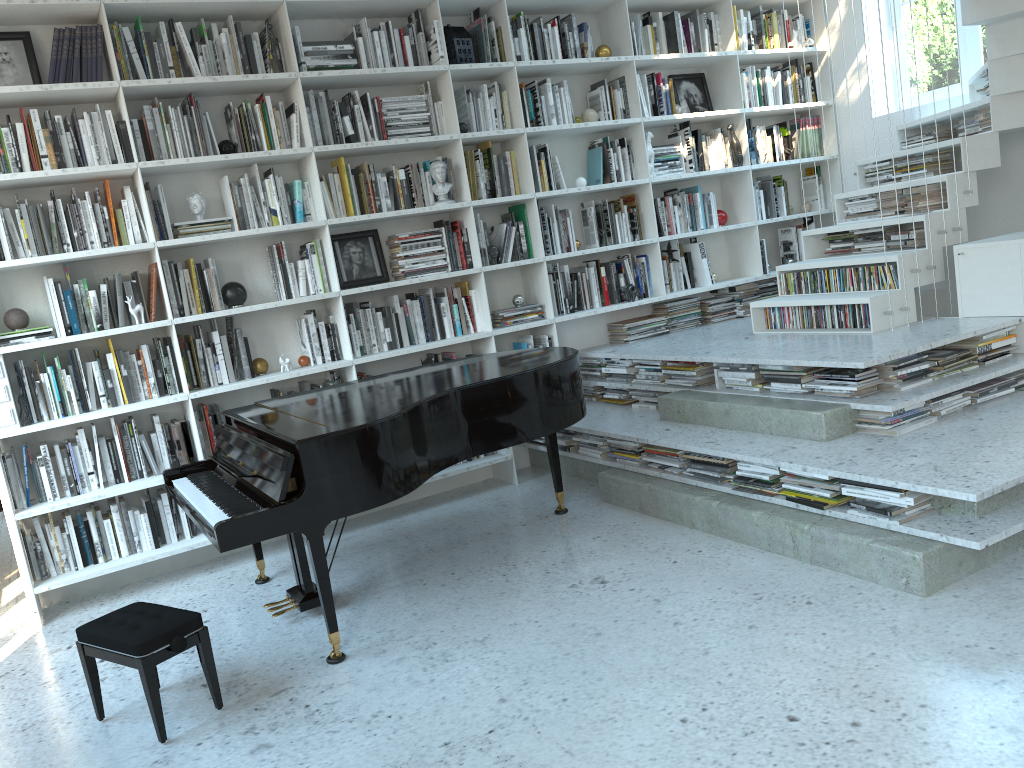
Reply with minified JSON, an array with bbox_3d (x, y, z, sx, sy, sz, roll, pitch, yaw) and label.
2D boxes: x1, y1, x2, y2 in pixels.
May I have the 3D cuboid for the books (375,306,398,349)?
[{"bbox_3d":[-0.702,-0.312,4.952,0.029,0.238,0.165,-14,10,-27],"label":"books"}]

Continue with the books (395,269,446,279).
[{"bbox_3d":[-0.524,-0.627,5.043,0.254,0.012,0.160,-13,9,-25],"label":"books"}]

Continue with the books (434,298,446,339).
[{"bbox_3d":[-0.440,-0.375,5.104,0.014,0.235,0.154,-14,10,-27],"label":"books"}]

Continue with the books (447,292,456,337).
[{"bbox_3d":[-0.380,-0.402,5.143,0.014,0.256,0.145,-14,10,-27],"label":"books"}]

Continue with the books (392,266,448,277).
[{"bbox_3d":[-0.523,-0.638,5.034,0.284,0.012,0.159,-14,10,-32],"label":"books"}]

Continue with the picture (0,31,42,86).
[{"bbox_3d":[-2.339,-1.460,4.058,0.300,0.300,0.077,-14,10,-27],"label":"picture"}]

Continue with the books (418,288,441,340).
[{"bbox_3d":[-0.473,-0.397,5.075,0.012,0.297,0.177,-14,10,-27],"label":"books"}]

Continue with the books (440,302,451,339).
[{"bbox_3d":[-0.415,-0.364,5.105,0.023,0.205,0.167,-14,10,-27],"label":"books"}]

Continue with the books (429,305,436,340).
[{"bbox_3d":[-0.485,-0.349,5.084,0.021,0.203,0.128,-14,10,-27],"label":"books"}]

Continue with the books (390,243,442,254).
[{"bbox_3d":[-0.546,-0.767,5.019,0.253,0.012,0.161,-14,9,-30],"label":"books"}]

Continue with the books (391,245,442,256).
[{"bbox_3d":[-0.544,-0.755,5.021,0.254,0.012,0.160,-13,9,-24],"label":"books"}]

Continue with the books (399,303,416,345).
[{"bbox_3d":[-0.607,-0.336,5.015,0.031,0.237,0.158,-14,10,-27],"label":"books"}]

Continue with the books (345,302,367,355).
[{"bbox_3d":[-0.862,-0.305,4.897,0.027,0.291,0.140,-14,10,-27],"label":"books"}]

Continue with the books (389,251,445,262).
[{"bbox_3d":[-0.536,-0.719,5.022,0.285,0.012,0.159,-13,9,-22],"label":"books"}]

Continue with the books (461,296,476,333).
[{"bbox_3d":[-0.268,-0.405,5.179,0.011,0.217,0.166,-14,10,-27],"label":"books"}]

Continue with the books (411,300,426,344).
[{"bbox_3d":[-0.556,-0.351,5.029,0.026,0.246,0.191,-14,10,-27],"label":"books"}]

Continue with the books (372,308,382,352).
[{"bbox_3d":[-0.778,-0.300,4.933,0.021,0.245,0.141,-14,10,-27],"label":"books"}]

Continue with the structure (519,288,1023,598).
[{"bbox_3d":[1.872,0.019,4.766,2.895,0.660,3.110,-14,9,-27],"label":"structure"}]

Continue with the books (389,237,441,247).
[{"bbox_3d":[-0.551,-0.803,5.011,0.253,0.012,0.161,-14,10,-31],"label":"books"}]

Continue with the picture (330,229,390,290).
[{"bbox_3d":[-0.854,-0.692,4.916,0.300,0.300,0.077,-14,10,-27],"label":"picture"}]

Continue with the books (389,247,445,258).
[{"bbox_3d":[-0.540,-0.743,5.018,0.285,0.012,0.159,-13,9,-22],"label":"books"}]

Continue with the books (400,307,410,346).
[{"bbox_3d":[-0.632,-0.323,5.011,0.025,0.221,0.140,-14,10,-27],"label":"books"}]

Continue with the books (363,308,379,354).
[{"bbox_3d":[-0.803,-0.292,4.903,0.027,0.246,0.179,-14,10,-27],"label":"books"}]

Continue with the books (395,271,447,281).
[{"bbox_3d":[-0.520,-0.614,5.041,0.253,0.012,0.161,-14,10,-31],"label":"books"}]

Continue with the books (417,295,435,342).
[{"bbox_3d":[-0.504,-0.373,5.055,0.028,0.265,0.161,-14,10,-27],"label":"books"}]

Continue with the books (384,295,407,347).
[{"bbox_3d":[-0.656,-0.352,4.986,0.026,0.292,0.151,-14,10,-27],"label":"books"}]

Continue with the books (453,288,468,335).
[{"bbox_3d":[-0.329,-0.420,5.155,0.026,0.272,0.175,-14,10,-27],"label":"books"}]

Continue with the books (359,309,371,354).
[{"bbox_3d":[-0.833,-0.289,4.907,0.024,0.248,0.132,-14,10,-27],"label":"books"}]

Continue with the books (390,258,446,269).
[{"bbox_3d":[-0.536,-0.685,5.038,0.284,0.012,0.159,-13,9,-27],"label":"books"}]

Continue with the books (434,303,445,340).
[{"bbox_3d":[-0.449,-0.357,5.088,0.024,0.207,0.183,-14,10,-27],"label":"books"}]

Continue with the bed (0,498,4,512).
[{"bbox_3d":[-3.402,0.232,7.358,1.768,1.182,2.172,-14,9,-27],"label":"bed"}]

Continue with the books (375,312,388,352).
[{"bbox_3d":[-0.746,-0.290,4.926,0.023,0.218,0.174,-14,10,-27],"label":"books"}]

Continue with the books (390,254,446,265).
[{"bbox_3d":[-0.538,-0.708,5.030,0.285,0.012,0.159,-13,9,-25],"label":"books"}]

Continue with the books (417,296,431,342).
[{"bbox_3d":[-0.523,-0.368,5.053,0.010,0.262,0.181,-14,10,-27],"label":"books"}]

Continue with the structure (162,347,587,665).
[{"bbox_3d":[-0.412,0.422,3.901,1.916,0.834,1.333,-14,9,-27],"label":"structure"}]

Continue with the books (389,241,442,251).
[{"bbox_3d":[-0.547,-0.779,5.015,0.253,0.012,0.161,-14,10,-31],"label":"books"}]

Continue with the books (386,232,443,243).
[{"bbox_3d":[-0.553,-0.826,5.005,0.284,0.012,0.159,-14,10,-32],"label":"books"}]

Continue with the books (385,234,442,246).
[{"bbox_3d":[-0.555,-0.815,5.013,0.285,0.012,0.159,-13,9,-25],"label":"books"}]

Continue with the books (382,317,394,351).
[{"bbox_3d":[-0.719,-0.279,4.936,0.029,0.184,0.174,-14,10,-27],"label":"books"}]

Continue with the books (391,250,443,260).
[{"bbox_3d":[-0.538,-0.731,5.021,0.253,0.012,0.161,-14,10,-32],"label":"books"}]

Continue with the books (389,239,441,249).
[{"bbox_3d":[-0.550,-0.791,5.015,0.253,0.012,0.161,-14,9,-30],"label":"books"}]

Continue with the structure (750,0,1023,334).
[{"bbox_3d":[1.901,-1.647,4.233,2.610,3.388,1.953,-14,10,-27],"label":"structure"}]

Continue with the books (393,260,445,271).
[{"bbox_3d":[-0.529,-0.673,5.030,0.253,0.012,0.161,-14,10,-32],"label":"books"}]

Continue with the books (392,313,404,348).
[{"bbox_3d":[-0.663,-0.300,4.971,0.023,0.197,0.165,-14,10,-27],"label":"books"}]

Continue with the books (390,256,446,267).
[{"bbox_3d":[-0.537,-0.697,5.034,0.284,0.012,0.159,-13,9,-26],"label":"books"}]

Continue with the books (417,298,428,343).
[{"bbox_3d":[-0.537,-0.361,5.058,0.011,0.252,0.158,-14,10,-27],"label":"books"}]

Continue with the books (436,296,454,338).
[{"bbox_3d":[-0.398,-0.383,5.113,0.023,0.235,0.174,-14,10,-27],"label":"books"}]

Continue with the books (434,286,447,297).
[{"bbox_3d":[-0.392,-0.417,5.127,0.014,0.294,0.137,-14,10,-27],"label":"books"}]

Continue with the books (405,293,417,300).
[{"bbox_3d":[-0.553,-0.376,5.056,0.014,0.287,0.134,-14,10,-27],"label":"books"}]

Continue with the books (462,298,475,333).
[{"bbox_3d":[-0.290,-0.397,5.166,0.042,0.212,0.169,-14,10,-27],"label":"books"}]

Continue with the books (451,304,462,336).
[{"bbox_3d":[-0.347,-0.369,5.136,0.023,0.183,0.169,-14,10,-27],"label":"books"}]

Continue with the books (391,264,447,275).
[{"bbox_3d":[-0.529,-0.650,5.041,0.284,0.012,0.159,-14,9,-28],"label":"books"}]

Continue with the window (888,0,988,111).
[{"bbox_3d":[2.825,-2.423,5.524,0.042,1.228,1.117,-14,10,-27],"label":"window"}]

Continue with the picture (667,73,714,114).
[{"bbox_3d":[1.204,-1.931,5.949,0.300,0.300,0.077,-14,10,-27],"label":"picture"}]

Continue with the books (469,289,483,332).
[{"bbox_3d":[-0.239,-0.426,5.187,0.033,0.246,0.176,-14,10,-27],"label":"books"}]

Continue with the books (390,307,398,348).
[{"bbox_3d":[-0.688,-0.313,4.971,0.013,0.230,0.138,-14,10,-27],"label":"books"}]

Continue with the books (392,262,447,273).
[{"bbox_3d":[-0.527,-0.661,5.031,0.285,0.012,0.159,-13,9,-22],"label":"books"}]

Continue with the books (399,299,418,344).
[{"bbox_3d":[-0.592,-0.351,5.040,0.025,0.255,0.136,-14,10,-27],"label":"books"}]

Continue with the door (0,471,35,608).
[{"bbox_3d":[-3.031,0.193,4.367,0.833,1.984,0.786,-14,10,-27],"label":"door"}]

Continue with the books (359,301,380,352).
[{"bbox_3d":[-0.787,-0.314,4.906,0.013,0.283,0.166,-14,10,-27],"label":"books"}]
